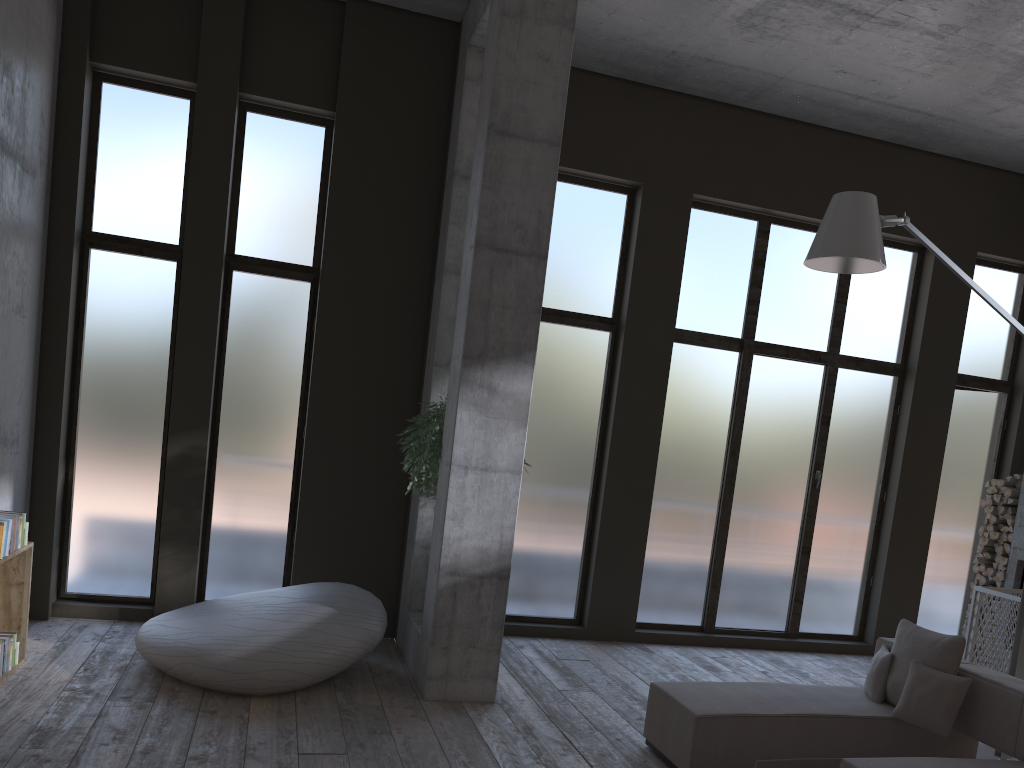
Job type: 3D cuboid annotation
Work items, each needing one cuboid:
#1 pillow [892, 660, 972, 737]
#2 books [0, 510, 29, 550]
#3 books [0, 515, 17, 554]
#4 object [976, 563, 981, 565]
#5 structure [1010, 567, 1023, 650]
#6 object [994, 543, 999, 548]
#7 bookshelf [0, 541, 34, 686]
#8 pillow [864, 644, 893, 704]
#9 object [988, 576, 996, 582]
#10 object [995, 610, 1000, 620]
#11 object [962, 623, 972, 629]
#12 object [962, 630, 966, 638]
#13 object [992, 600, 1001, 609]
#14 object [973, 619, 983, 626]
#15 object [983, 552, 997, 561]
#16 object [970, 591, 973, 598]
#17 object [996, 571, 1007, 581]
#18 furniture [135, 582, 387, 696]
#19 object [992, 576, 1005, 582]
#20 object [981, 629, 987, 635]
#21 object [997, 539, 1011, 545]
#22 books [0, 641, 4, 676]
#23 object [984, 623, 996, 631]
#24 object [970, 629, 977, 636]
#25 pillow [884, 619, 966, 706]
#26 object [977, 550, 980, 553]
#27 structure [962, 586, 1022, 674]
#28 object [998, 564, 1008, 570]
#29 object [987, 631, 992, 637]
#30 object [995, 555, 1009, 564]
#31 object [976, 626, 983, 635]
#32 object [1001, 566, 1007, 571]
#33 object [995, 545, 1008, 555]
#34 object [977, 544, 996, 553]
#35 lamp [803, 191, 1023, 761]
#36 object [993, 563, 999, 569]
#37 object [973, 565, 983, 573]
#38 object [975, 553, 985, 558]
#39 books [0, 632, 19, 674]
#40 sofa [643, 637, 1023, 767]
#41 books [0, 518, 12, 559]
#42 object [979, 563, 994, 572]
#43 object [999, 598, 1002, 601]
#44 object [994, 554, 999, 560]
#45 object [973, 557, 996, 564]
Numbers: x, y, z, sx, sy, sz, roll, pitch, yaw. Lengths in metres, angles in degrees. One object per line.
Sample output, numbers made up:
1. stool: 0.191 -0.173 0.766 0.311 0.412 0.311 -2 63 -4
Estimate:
1. pillow: 2.472 1.852 5.167 0.170 0.375 0.372 3 3 -42
2. books: -3.165 0.918 5.517 0.171 0.222 0.274 6 0 -14
3. books: -3.108 0.912 5.309 0.155 0.223 0.154 6 3 -15
4. object: 5.177 1.936 9.415 0.426 0.086 0.066 7 2 -13
5. structure: 5.232 2.240 8.642 0.057 0.935 0.569 5 3 -15
6. object: 5.239 1.710 9.225 0.360 0.075 0.064 7 2 -14
7. bookshelf: -2.661 1.357 3.210 0.304 0.805 5.284 6 -3 -15
8. pillow: 2.399 1.900 5.720 0.150 0.379 0.369 8 2 18
9. object: 5.196 2.064 9.268 0.361 0.075 0.064 8 1 -17
10. object: 5.183 2.414 9.096 0.365 0.127 0.063 7 3 -14
11. object: 5.032 2.607 9.398 0.424 0.073 0.070 7 1 -14
12. object: 5.096 2.722 9.512 0.439 0.093 0.091 7 1 -14
13. object: 5.224 2.307 9.114 0.481 0.084 0.092 7 0 -14
14. object: 5.150 2.565 9.400 0.436 0.080 0.114 7 -1 -14
15. object: 5.233 1.849 9.334 0.436 0.080 0.114 7 -1 -14
16. object: 5.155 2.288 9.478 0.438 0.108 0.079 7 2 -16
17. object: 5.158 1.988 9.060 0.294 0.104 0.100 7 1 -16
18. furniture: -1.833 1.800 6.289 1.781 0.817 1.634 6 -2 22
19. object: 5.219 2.048 9.168 0.365 0.068 0.121 7 -1 -14
20. object: 5.155 2.641 9.266 0.424 0.068 0.066 8 1 -14
21. object: 5.234 1.666 9.157 0.333 0.057 0.088 7 -1 -14
22. books: -3.220 1.685 5.336 0.190 0.223 0.154 6 3 -15
23. object: 5.180 2.562 9.224 0.439 0.094 0.091 7 1 -14
24. object: 5.126 2.691 9.427 0.457 0.090 0.090 7 1 -14
25. pillow: 2.519 1.769 5.434 0.222 0.561 0.558 6 1 -13
26. object: 5.202 1.797 9.429 0.424 0.072 0.066 7 1 -14
27. structure: 5.570 2.346 6.035 1.934 0.939 4.396 7 -3 -15
28. object: 5.259 1.922 9.121 0.424 0.068 0.067 8 1 -14
29. object: 5.176 2.638 9.188 0.424 0.068 0.067 8 1 -14
30. object: 5.263 1.846 9.157 0.439 0.094 0.091 7 1 -14
31. object: 5.135 2.633 9.337 0.481 0.084 0.092 7 0 -14
32. object: 5.168 1.912 9.045 0.251 0.048 0.062 8 0 -16
33. object: 5.198 1.738 9.150 0.295 0.108 0.097 7 1 -16
34. object: 5.191 1.773 9.362 0.456 0.090 0.090 7 1 -13
35. lamp: 2.769 0.798 5.485 2.643 3.457 0.743 6 5 -27
36. object: 5.239 1.926 9.199 0.424 0.068 0.066 8 1 -14
37. object: 5.180 2.006 9.446 0.439 0.093 0.091 7 1 -14
38. object: 5.170 1.862 9.419 0.365 0.068 0.121 8 -1 -16
39. books: -3.247 1.695 5.558 0.171 0.222 0.274 6 0 -14
40. sofa: 1.702 1.925 4.282 3.022 0.791 2.976 7 -3 -15
41. books: -3.057 0.900 5.117 0.190 0.230 0.247 6 1 -15
42. object: 5.209 1.975 9.361 0.457 0.090 0.090 7 1 -14
43. object: 5.254 2.230 9.120 0.437 0.080 0.114 8 -1 -16
44. object: 5.271 1.835 9.238 0.364 0.087 0.100 7 0 -14
45. object: 5.115 1.891 9.332 0.424 0.073 0.070 7 1 -14
